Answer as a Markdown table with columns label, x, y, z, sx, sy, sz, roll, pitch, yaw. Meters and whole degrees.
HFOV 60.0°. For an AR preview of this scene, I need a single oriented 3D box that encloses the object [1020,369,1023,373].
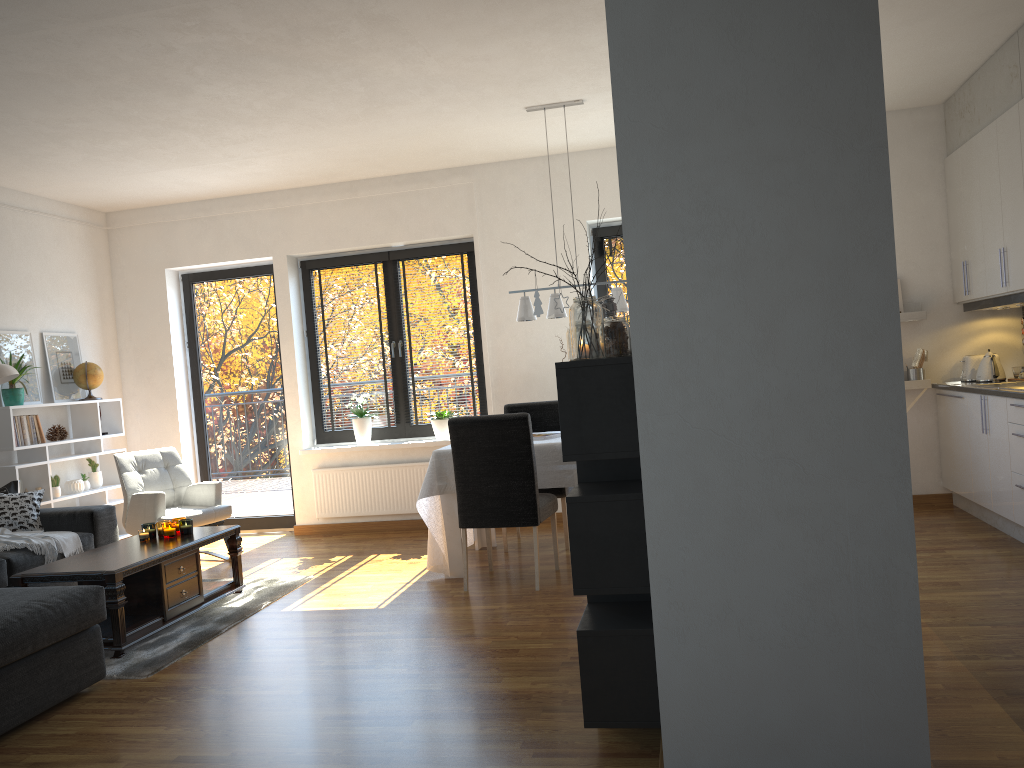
| label | x | y | z | sx | sy | sz | roll | pitch | yaw |
| --- | --- | --- | --- | --- | --- | --- | --- | --- | --- |
| object | 3.282 | -0.067 | 5.664 | 0.065 | 0.064 | 0.065 | -4 | 1 | 11 |

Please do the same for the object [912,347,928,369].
| label | x | y | z | sx | sy | sz | roll | pitch | yaw |
| --- | --- | --- | --- | --- | --- | --- | --- | --- | --- |
| object | 2.835 | -0.121 | 6.160 | 0.119 | 0.267 | 0.059 | -5 | 2 | 3 |

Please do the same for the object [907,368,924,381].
| label | x | y | z | sx | sy | sz | roll | pitch | yaw |
| --- | --- | --- | --- | --- | --- | --- | --- | --- | --- |
| object | 2.821 | -0.046 | 6.199 | 0.103 | 0.124 | 0.103 | -4 | 1 | 9 |

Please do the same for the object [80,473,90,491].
| label | x | y | z | sx | sy | sz | roll | pitch | yaw |
| --- | --- | --- | --- | --- | --- | --- | --- | --- | --- |
| object | -3.233 | 0.739 | 6.709 | 0.072 | 0.137 | 0.072 | -5 | 1 | -8 |

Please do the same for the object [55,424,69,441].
| label | x | y | z | sx | sy | sz | roll | pitch | yaw |
| --- | --- | --- | --- | --- | --- | --- | --- | --- | --- |
| object | -3.317 | 0.356 | 6.520 | 0.096 | 0.125 | 0.101 | -4 | 1 | 26 |

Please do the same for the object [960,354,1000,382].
| label | x | y | z | sx | sy | sz | roll | pitch | yaw |
| --- | --- | --- | --- | --- | --- | --- | --- | --- | --- |
| object | 3.203 | -0.105 | 6.060 | 0.253 | 0.192 | 0.175 | -4 | 1 | 11 |

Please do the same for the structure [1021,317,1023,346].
| label | x | y | z | sx | sy | sz | roll | pitch | yaw |
| --- | --- | --- | --- | --- | --- | --- | --- | --- | --- |
| structure | 3.468 | -0.354 | 5.910 | 0.045 | 0.210 | 0.279 | -4 | 1 | 11 |

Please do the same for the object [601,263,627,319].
| label | x | y | z | sx | sy | sz | roll | pitch | yaw |
| --- | --- | --- | --- | --- | --- | --- | --- | --- | --- |
| object | 0.411 | -0.291 | 3.555 | 0.163 | 0.383 | 0.154 | -4 | 2 | 28 |

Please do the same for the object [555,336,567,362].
| label | x | y | z | sx | sy | sz | roll | pitch | yaw |
| --- | --- | --- | --- | --- | --- | --- | --- | --- | --- |
| object | 0.476 | -0.082 | 5.439 | 0.403 | 0.785 | 0.615 | -5 | 1 | -14 |

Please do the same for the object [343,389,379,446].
| label | x | y | z | sx | sy | sz | roll | pitch | yaw |
| --- | --- | --- | --- | --- | --- | --- | --- | --- | --- |
| object | -1.200 | 0.270 | 7.078 | 0.286 | 0.444 | 0.340 | -5 | 1 | 0 |

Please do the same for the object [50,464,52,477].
| label | x | y | z | sx | sy | sz | roll | pitch | yaw |
| --- | --- | --- | --- | --- | --- | --- | --- | --- | --- |
| object | -3.361 | 0.702 | 6.427 | 0.051 | 0.238 | 0.051 | -4 | 2 | 29 |

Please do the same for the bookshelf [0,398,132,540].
| label | x | y | z | sx | sy | sz | roll | pitch | yaw |
| --- | --- | --- | --- | --- | --- | --- | --- | --- | --- |
| bookshelf | -3.286 | 0.738 | 6.505 | 0.237 | 1.201 | 1.189 | -4 | 1 | 11 |

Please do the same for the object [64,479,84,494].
| label | x | y | z | sx | sy | sz | roll | pitch | yaw |
| --- | --- | --- | --- | --- | --- | --- | --- | --- | --- |
| object | -3.243 | 0.761 | 6.571 | 0.134 | 0.098 | 0.132 | -5 | 1 | -19 |

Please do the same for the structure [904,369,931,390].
| label | x | y | z | sx | sy | sz | roll | pitch | yaw |
| --- | --- | --- | --- | --- | --- | --- | --- | --- | --- |
| structure | 2.611 | -0.016 | 6.242 | 0.595 | 0.129 | 0.147 | -5 | 1 | 11 |

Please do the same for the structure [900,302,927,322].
| label | x | y | z | sx | sy | sz | roll | pitch | yaw |
| --- | --- | --- | --- | --- | --- | --- | --- | --- | --- |
| structure | 2.573 | -0.487 | 6.229 | 0.594 | 0.129 | 0.147 | -5 | 1 | 11 |

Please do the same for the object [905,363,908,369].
| label | x | y | z | sx | sy | sz | roll | pitch | yaw |
| --- | --- | --- | --- | --- | --- | --- | --- | --- | --- |
| object | 2.790 | -0.070 | 6.212 | 0.089 | 0.159 | 0.007 | -5 | 2 | -28 |

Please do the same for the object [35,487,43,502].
| label | x | y | z | sx | sy | sz | roll | pitch | yaw |
| --- | --- | --- | --- | --- | --- | --- | --- | --- | --- |
| object | -3.293 | 0.770 | 6.174 | 0.039 | 0.099 | 0.039 | -4 | 1 | 8 |

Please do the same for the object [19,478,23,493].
| label | x | y | z | sx | sy | sz | roll | pitch | yaw |
| --- | --- | --- | --- | --- | --- | --- | --- | --- | --- |
| object | -3.395 | 0.731 | 6.049 | 0.108 | 0.197 | 0.108 | -4 | 2 | 23 |

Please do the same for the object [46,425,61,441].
| label | x | y | z | sx | sy | sz | roll | pitch | yaw |
| --- | --- | --- | --- | --- | --- | --- | --- | --- | --- |
| object | -3.336 | 0.357 | 6.442 | 0.102 | 0.127 | 0.095 | -5 | 2 | -33 |

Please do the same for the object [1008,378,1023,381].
| label | x | y | z | sx | sy | sz | roll | pitch | yaw |
| --- | --- | --- | --- | --- | --- | --- | --- | --- | --- |
| object | 3.317 | -0.031 | 5.647 | 0.213 | 0.012 | 0.335 | -4 | 1 | 13 |

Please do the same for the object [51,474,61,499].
| label | x | y | z | sx | sy | sz | roll | pitch | yaw |
| --- | --- | --- | --- | --- | --- | --- | --- | --- | --- |
| object | -3.253 | 0.728 | 6.294 | 0.087 | 0.173 | 0.088 | -4 | 2 | 27 |

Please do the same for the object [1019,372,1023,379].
| label | x | y | z | sx | sy | sz | roll | pitch | yaw |
| --- | --- | --- | --- | --- | --- | --- | --- | --- | --- |
| object | 3.236 | -0.051 | 5.615 | 0.046 | 0.045 | 0.045 | -4 | 1 | 14 |

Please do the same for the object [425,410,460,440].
| label | x | y | z | sx | sy | sz | roll | pitch | yaw |
| --- | --- | --- | --- | --- | --- | --- | --- | --- | --- |
| object | -0.544 | 0.321 | 7.005 | 0.267 | 0.237 | 0.283 | -5 | 1 | -7 |

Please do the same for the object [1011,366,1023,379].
| label | x | y | z | sx | sy | sz | roll | pitch | yaw |
| --- | --- | --- | --- | --- | --- | --- | --- | --- | --- |
| object | 3.275 | -0.073 | 5.737 | 0.071 | 0.076 | 0.071 | -5 | 1 | 3 |

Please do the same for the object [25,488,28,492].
| label | x | y | z | sx | sy | sz | roll | pitch | yaw |
| --- | --- | --- | --- | --- | --- | --- | --- | --- | --- |
| object | -3.364 | 0.772 | 6.147 | 0.062 | 0.108 | 0.062 | -4 | 1 | 11 |

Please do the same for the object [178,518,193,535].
| label | x | y | z | sx | sy | sz | roll | pitch | yaw |
| --- | --- | --- | --- | --- | --- | --- | --- | --- | --- |
| object | -1.841 | 0.807 | 5.011 | 0.079 | 0.081 | 0.079 | -5 | 1 | 6 |

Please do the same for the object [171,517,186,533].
| label | x | y | z | sx | sy | sz | roll | pitch | yaw |
| --- | --- | --- | --- | --- | --- | --- | --- | --- | --- |
| object | -1.909 | 0.811 | 5.091 | 0.079 | 0.081 | 0.079 | -5 | 1 | 6 |

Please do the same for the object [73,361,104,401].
| label | x | y | z | sx | sy | sz | roll | pitch | yaw |
| --- | --- | --- | --- | --- | --- | --- | --- | --- | --- |
| object | -3.275 | -0.024 | 6.863 | 0.216 | 0.305 | 0.216 | -4 | 1 | 28 |

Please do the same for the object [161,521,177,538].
| label | x | y | z | sx | sy | sz | roll | pitch | yaw |
| --- | --- | --- | --- | --- | --- | --- | --- | --- | --- |
| object | -1.908 | 0.813 | 4.942 | 0.079 | 0.081 | 0.079 | -5 | 1 | 6 |

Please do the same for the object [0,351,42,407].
| label | x | y | z | sx | sy | sz | roll | pitch | yaw |
| --- | --- | --- | --- | --- | --- | --- | --- | --- | --- |
| object | -3.434 | -0.034 | 6.096 | 0.387 | 0.372 | 0.424 | -5 | 1 | -2 |

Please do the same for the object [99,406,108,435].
| label | x | y | z | sx | sy | sz | roll | pitch | yaw |
| --- | --- | --- | --- | --- | --- | --- | --- | --- | --- |
| object | -3.245 | 0.288 | 6.998 | 0.066 | 0.230 | 0.075 | -5 | 2 | -9 |

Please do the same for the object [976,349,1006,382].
| label | x | y | z | sx | sy | sz | roll | pitch | yaw |
| --- | --- | --- | --- | --- | --- | --- | --- | --- | --- |
| object | 3.155 | -0.113 | 5.861 | 0.204 | 0.236 | 0.178 | -6 | 2 | -42 |

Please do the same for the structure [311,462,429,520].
| label | x | y | z | sx | sy | sz | roll | pitch | yaw |
| --- | --- | --- | --- | --- | --- | --- | --- | --- | --- |
| structure | -0.876 | 0.857 | 7.000 | 1.457 | 0.460 | 0.078 | -5 | 2 | 10 |

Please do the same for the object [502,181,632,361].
| label | x | y | z | sx | sy | sz | roll | pitch | yaw |
| --- | --- | --- | --- | --- | --- | --- | --- | --- | --- |
| object | 0.174 | -0.330 | 2.774 | 0.426 | 0.522 | 0.298 | -4 | 1 | 8 |

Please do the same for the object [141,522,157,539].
| label | x | y | z | sx | sy | sz | roll | pitch | yaw |
| --- | --- | --- | --- | --- | --- | --- | --- | --- | --- |
| object | -2.032 | 0.823 | 4.967 | 0.079 | 0.081 | 0.079 | -5 | 1 | 6 |

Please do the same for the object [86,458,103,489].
| label | x | y | z | sx | sy | sz | roll | pitch | yaw |
| --- | --- | --- | --- | --- | --- | --- | --- | --- | --- |
| object | -3.207 | 0.686 | 6.819 | 0.098 | 0.236 | 0.097 | -5 | 1 | -1 |

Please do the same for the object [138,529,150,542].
| label | x | y | z | sx | sy | sz | roll | pitch | yaw |
| --- | --- | --- | --- | --- | --- | --- | --- | --- | --- |
| object | -2.028 | 0.834 | 4.891 | 0.060 | 0.061 | 0.060 | -4 | 1 | 16 |

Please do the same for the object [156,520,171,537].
| label | x | y | z | sx | sy | sz | roll | pitch | yaw |
| --- | --- | --- | --- | --- | --- | --- | --- | --- | --- |
| object | -1.966 | 0.817 | 5.009 | 0.079 | 0.081 | 0.079 | -5 | 1 | 6 |

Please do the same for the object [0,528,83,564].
| label | x | y | z | sx | sy | sz | roll | pitch | yaw |
| --- | --- | --- | --- | --- | --- | --- | --- | --- | --- |
| object | -2.812 | 0.936 | 4.975 | 0.606 | 0.212 | 0.488 | -5 | 1 | 7 |
